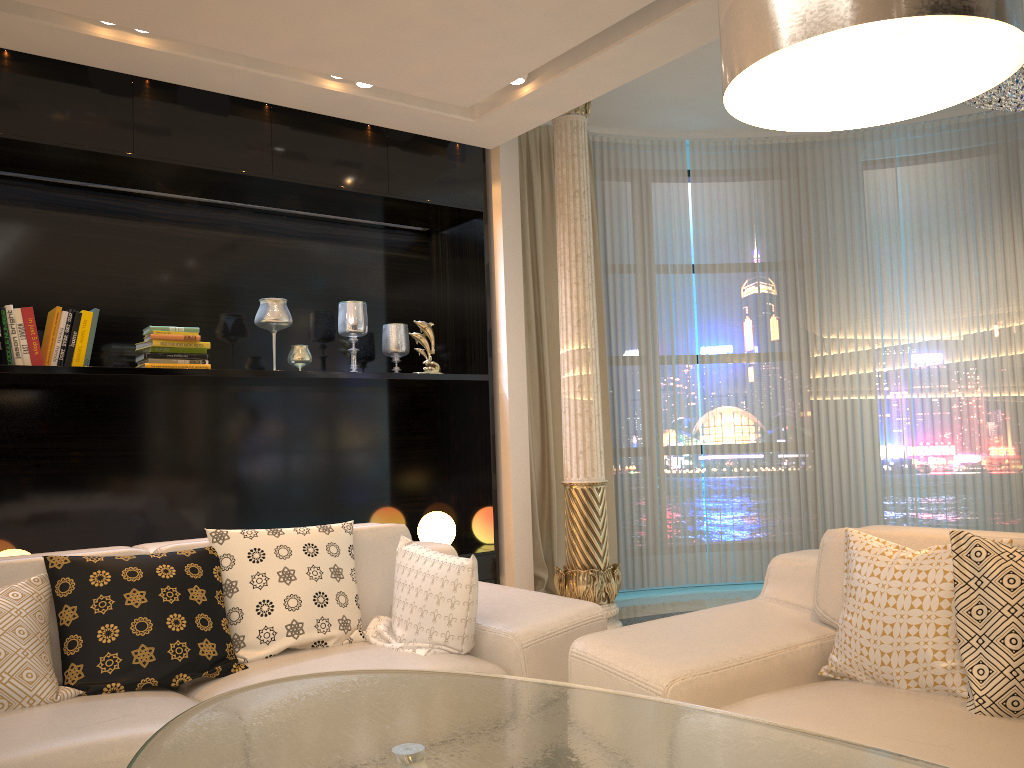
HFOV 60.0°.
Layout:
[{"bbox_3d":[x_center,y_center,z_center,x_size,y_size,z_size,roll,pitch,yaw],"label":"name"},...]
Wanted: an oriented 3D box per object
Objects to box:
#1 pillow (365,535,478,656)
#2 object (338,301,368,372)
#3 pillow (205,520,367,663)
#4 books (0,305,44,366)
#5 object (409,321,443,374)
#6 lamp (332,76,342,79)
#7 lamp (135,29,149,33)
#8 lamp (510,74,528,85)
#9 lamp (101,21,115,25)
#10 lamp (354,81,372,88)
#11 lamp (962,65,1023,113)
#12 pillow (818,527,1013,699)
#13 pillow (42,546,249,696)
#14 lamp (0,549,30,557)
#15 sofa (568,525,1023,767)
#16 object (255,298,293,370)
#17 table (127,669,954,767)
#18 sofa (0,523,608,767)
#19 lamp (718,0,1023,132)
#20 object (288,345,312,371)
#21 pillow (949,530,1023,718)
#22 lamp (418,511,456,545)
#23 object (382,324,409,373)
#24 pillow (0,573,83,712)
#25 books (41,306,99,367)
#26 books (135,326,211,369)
[{"bbox_3d":[-0.300,0.657,2.789,0.281,0.325,0.521,0,-4,-27],"label":"pillow"},{"bbox_3d":[-0.861,-0.229,4.819,0.156,0.426,0.156,0,-4,-32],"label":"object"},{"bbox_3d":[-0.686,0.645,2.821,0.526,0.399,0.255,1,-5,-37],"label":"pillow"},{"bbox_3d":[-2.087,-0.194,3.664,0.240,0.270,0.208,1,-5,-37],"label":"books"},{"bbox_3d":[-0.467,-0.191,4.794,0.182,0.293,0.116,1,-5,-40],"label":"object"},{"bbox_3d":[-0.764,-1.416,3.911,0.107,0.127,0.107,-5,-4,34],"label":"lamp"},{"bbox_3d":[-1.421,-1.424,3.418,0.107,0.127,0.107,-5,-4,34],"label":"lamp"},{"bbox_3d":[0.018,-1.435,4.045,0.107,0.127,0.107,-5,-4,34],"label":"lamp"},{"bbox_3d":[-1.519,-1.425,3.345,0.107,0.127,0.107,0,-4,-26],"label":"lamp"},{"bbox_3d":[-0.663,-1.402,3.992,0.107,0.127,0.107,-5,-4,34],"label":"lamp"},{"bbox_3d":[2.879,-1.628,3.915,2.109,0.685,2.109,-3,-4,8],"label":"lamp"},{"bbox_3d":[0.988,0.562,2.187,0.222,0.380,0.463,0,-4,-32],"label":"pillow"},{"bbox_3d":[-1.025,0.651,2.511,0.524,0.355,0.323,1,-5,-36],"label":"pillow"},{"bbox_3d":[-2.086,0.797,3.698,0.213,0.214,0.212,-2,-4,3],"label":"lamp"},{"bbox_3d":[1.270,0.726,1.714,1.145,0.754,2.328,1,-5,-37],"label":"sofa"},{"bbox_3d":[-1.193,-0.232,4.444,0.181,0.381,0.181,1,-5,-43],"label":"object"},{"bbox_3d":[0.182,0.788,0.886,0.999,0.565,2.140,1,-5,-38],"label":"table"},{"bbox_3d":[-0.941,0.854,2.498,2.328,0.754,1.145,1,-5,-37],"label":"sofa"},{"bbox_3d":[1.151,-0.157,1.702,2.009,2.519,0.393,1,-5,-37],"label":"lamp"},{"bbox_3d":[-1.078,-0.118,4.506,0.119,0.154,0.119,0,-4,-27],"label":"object"},{"bbox_3d":[1.250,0.532,1.887,0.587,0.429,0.288,-4,-4,28],"label":"pillow"},{"bbox_3d":[-0.419,0.818,4.947,0.212,0.214,0.213,-3,-4,14],"label":"lamp"},{"bbox_3d":[-0.649,-0.172,4.965,0.147,0.317,0.147,1,-4,-35],"label":"object"},{"bbox_3d":[-1.384,0.680,2.226,0.521,0.329,0.351,1,-5,-37],"label":"pillow"},{"bbox_3d":[-1.904,-0.187,3.806,0.210,0.261,0.212,1,-5,-37],"label":"books"},{"bbox_3d":[-1.562,-0.152,4.089,0.296,0.197,0.260,0,-4,-34],"label":"books"}]
